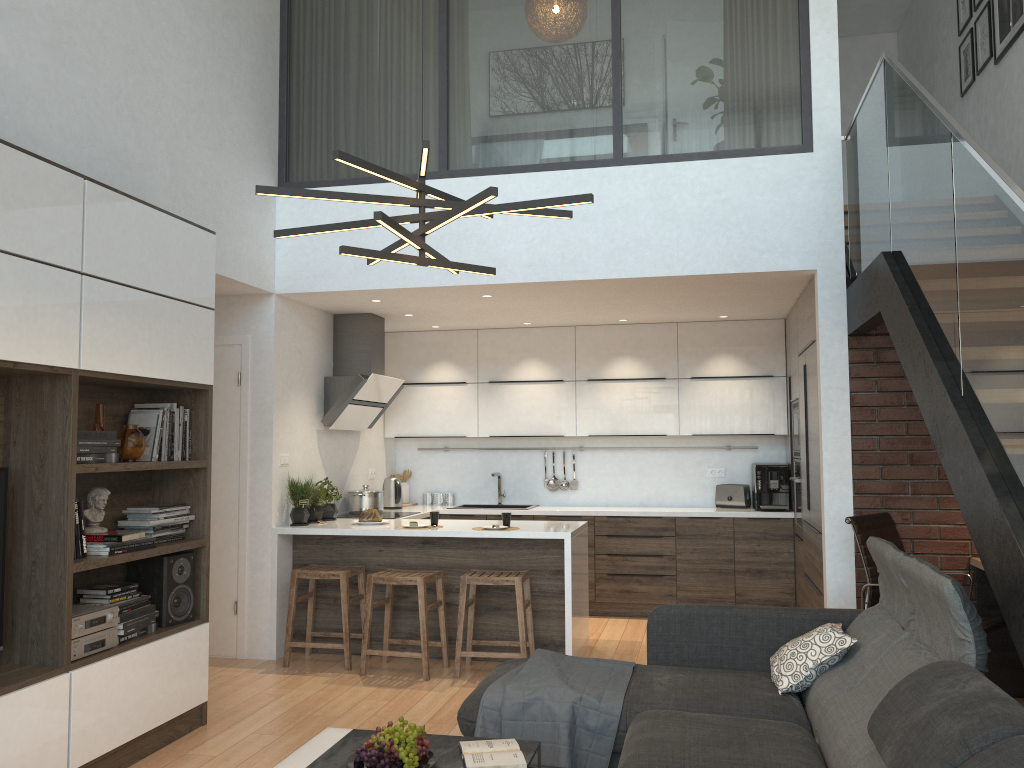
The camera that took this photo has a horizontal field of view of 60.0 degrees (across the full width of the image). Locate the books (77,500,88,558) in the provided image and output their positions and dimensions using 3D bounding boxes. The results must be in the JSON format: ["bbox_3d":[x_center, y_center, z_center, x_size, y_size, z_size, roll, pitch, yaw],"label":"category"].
[{"bbox_3d":[-1.878,0.607,3.723,0.177,0.242,0.066,-1,-4,12],"label":"books"}]

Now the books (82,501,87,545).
[{"bbox_3d":[-1.902,0.614,3.762,0.179,0.233,0.077,-1,-4,12],"label":"books"}]

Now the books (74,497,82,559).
[{"bbox_3d":[-1.892,0.600,3.696,0.193,0.255,0.066,-1,-4,12],"label":"books"}]

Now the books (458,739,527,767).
[{"bbox_3d":[-0.068,1.231,2.952,0.199,0.025,0.294,0,-4,-9],"label":"books"}]

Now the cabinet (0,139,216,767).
[{"bbox_3d":[-2.104,0.325,2.580,0.338,2.494,4.036,-1,-4,12],"label":"cabinet"}]

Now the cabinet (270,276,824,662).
[{"bbox_3d":[0.384,0.638,6.642,3.495,2.401,2.401,-1,-4,12],"label":"cabinet"}]

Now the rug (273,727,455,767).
[{"bbox_3d":[-0.390,1.585,2.980,1.606,0.013,2.496,-1,-4,12],"label":"rug"}]

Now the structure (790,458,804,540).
[{"bbox_3d":[2.314,0.835,6.499,0.495,0.570,0.595,-1,-4,12],"label":"structure"}]

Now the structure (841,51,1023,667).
[{"bbox_3d":[2.289,0.121,3.635,1.289,3.460,5.660,-1,-4,12],"label":"structure"}]

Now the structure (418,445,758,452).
[{"bbox_3d":[0.608,0.567,7.799,3.000,0.045,0.050,-1,-4,12],"label":"structure"}]

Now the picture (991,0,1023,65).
[{"bbox_3d":[3.262,-2.711,5.824,0.025,0.990,0.654,-1,-4,12],"label":"picture"}]

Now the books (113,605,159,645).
[{"bbox_3d":[-1.788,1.081,4.010,0.248,0.123,0.307,-1,-4,7],"label":"books"}]

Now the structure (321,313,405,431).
[{"bbox_3d":[-1.148,-0.140,6.929,0.407,0.998,0.898,-1,-4,12],"label":"structure"}]

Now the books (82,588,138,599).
[{"bbox_3d":[-1.819,0.947,4.017,0.142,0.015,0.198,-1,-4,11],"label":"books"}]

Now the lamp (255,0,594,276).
[{"bbox_3d":[-0.313,-2.218,3.112,1.200,3.645,0.831,-2,-4,22],"label":"lamp"}]

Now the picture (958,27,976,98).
[{"bbox_3d":[3.473,-2.448,6.765,0.025,0.410,0.333,-1,-4,12],"label":"picture"}]

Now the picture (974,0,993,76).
[{"bbox_3d":[3.386,-2.477,6.364,0.025,0.410,0.333,-1,-4,12],"label":"picture"}]

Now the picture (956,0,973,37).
[{"bbox_3d":[3.470,-2.935,6.799,0.025,0.410,0.333,-1,-4,12],"label":"picture"}]

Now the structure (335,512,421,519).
[{"bbox_3d":[-1.057,1.008,6.827,0.550,0.006,0.609,-1,-4,12],"label":"structure"}]

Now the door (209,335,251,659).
[{"bbox_3d":[-2.220,0.747,5.965,0.974,2.136,0.085,-1,-4,12],"label":"door"}]

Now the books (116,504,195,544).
[{"bbox_3d":[-1.746,0.680,4.313,0.224,0.176,0.374,-1,-4,12],"label":"books"}]

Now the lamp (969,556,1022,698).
[{"bbox_3d":[2.787,0.669,4.410,0.462,2.003,1.054,0,-4,-4],"label":"lamp"}]

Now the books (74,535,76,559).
[{"bbox_3d":[-1.887,0.603,3.665,0.169,0.242,0.050,-1,-4,12],"label":"books"}]

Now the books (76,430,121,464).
[{"bbox_3d":[-1.880,0.268,3.761,0.277,0.137,0.343,-1,-4,7],"label":"books"}]

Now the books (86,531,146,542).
[{"bbox_3d":[-1.817,0.682,3.971,0.266,0.030,0.209,-1,-4,6],"label":"books"}]

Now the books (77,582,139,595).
[{"bbox_3d":[-1.833,0.928,4.024,0.161,0.023,0.213,-1,-4,16],"label":"books"}]

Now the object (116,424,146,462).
[{"bbox_3d":[-1.763,0.274,4.096,0.130,0.171,0.130,3,-5,-38],"label":"object"}]

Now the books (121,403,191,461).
[{"bbox_3d":[-1.762,0.237,4.372,0.201,0.287,0.332,-1,-4,12],"label":"books"}]

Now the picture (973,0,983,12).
[{"bbox_3d":[3.383,-2.961,6.398,0.025,0.410,0.333,-1,-4,12],"label":"picture"}]

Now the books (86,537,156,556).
[{"bbox_3d":[-1.791,0.720,3.954,0.250,0.047,0.310,-2,-4,18],"label":"books"}]

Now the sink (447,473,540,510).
[{"bbox_3d":[-0.154,1.030,7.650,0.706,0.518,0.512,-1,-4,12],"label":"sink"}]

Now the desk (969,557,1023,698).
[{"bbox_3d":[2.596,1.254,3.772,0.610,0.750,2.182,-1,-4,12],"label":"desk"}]

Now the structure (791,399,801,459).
[{"bbox_3d":[2.329,0.336,6.530,0.459,0.430,0.595,-1,-4,12],"label":"structure"}]

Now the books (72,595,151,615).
[{"bbox_3d":[-1.809,0.998,4.014,0.224,0.042,0.277,-1,-4,8],"label":"books"}]

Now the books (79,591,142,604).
[{"bbox_3d":[-1.816,0.965,4.016,0.161,0.023,0.213,-1,-4,16],"label":"books"}]
